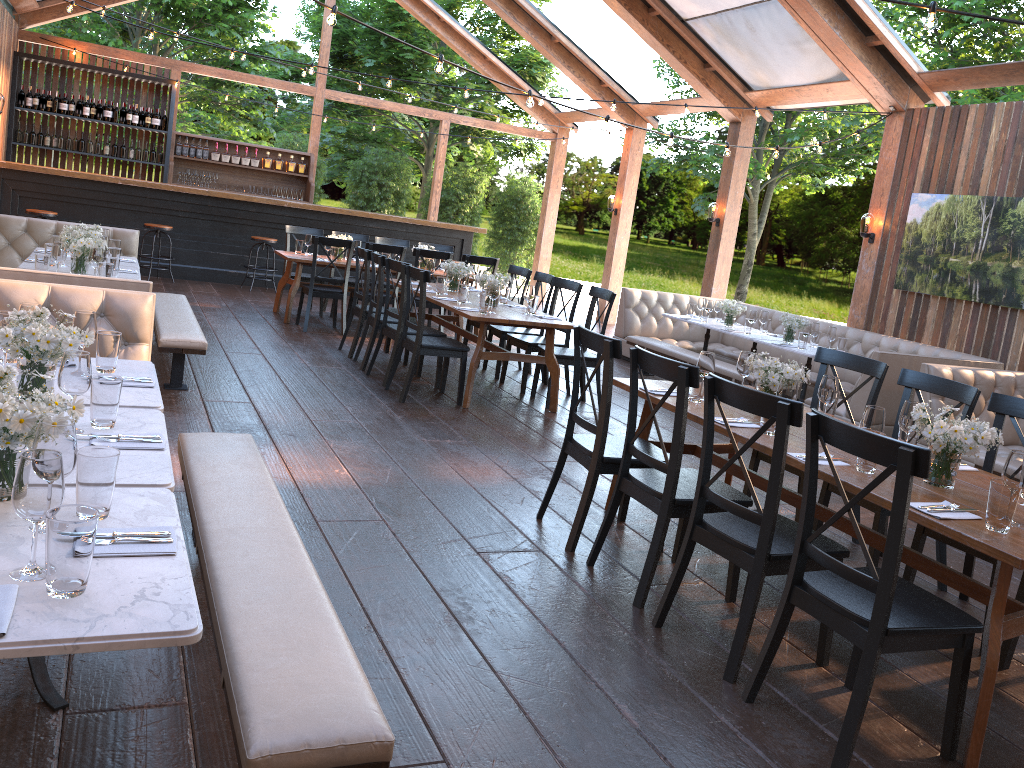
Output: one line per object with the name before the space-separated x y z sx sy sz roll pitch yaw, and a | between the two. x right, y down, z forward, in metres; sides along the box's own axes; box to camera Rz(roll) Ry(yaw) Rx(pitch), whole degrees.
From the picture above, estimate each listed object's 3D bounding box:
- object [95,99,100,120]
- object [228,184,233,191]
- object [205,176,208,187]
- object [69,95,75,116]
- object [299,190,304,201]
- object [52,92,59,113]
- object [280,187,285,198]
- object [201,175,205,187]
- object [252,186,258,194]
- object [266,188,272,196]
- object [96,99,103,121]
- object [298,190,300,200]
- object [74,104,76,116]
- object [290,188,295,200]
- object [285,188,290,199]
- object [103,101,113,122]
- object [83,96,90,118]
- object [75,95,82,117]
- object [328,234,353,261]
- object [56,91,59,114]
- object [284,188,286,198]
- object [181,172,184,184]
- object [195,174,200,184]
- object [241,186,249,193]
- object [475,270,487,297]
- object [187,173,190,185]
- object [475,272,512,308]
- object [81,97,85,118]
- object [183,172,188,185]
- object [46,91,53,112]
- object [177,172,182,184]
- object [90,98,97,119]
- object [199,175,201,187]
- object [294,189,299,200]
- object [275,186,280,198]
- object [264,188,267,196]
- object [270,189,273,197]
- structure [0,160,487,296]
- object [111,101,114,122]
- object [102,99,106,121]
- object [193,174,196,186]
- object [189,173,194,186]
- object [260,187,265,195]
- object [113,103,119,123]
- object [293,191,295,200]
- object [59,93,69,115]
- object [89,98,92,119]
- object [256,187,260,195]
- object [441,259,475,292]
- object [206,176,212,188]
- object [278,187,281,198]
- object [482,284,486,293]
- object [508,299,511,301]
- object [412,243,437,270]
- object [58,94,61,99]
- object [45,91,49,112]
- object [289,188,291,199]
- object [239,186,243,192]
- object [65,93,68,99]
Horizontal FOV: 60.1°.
object | -6.271 -4.151 13.402 0.078 0.310 0.079 4 8 -30
object | -4.654 -3.228 14.531 0.124 0.095 0.125 6 9 -14
object | -4.897 -3.242 14.176 0.069 0.184 0.070 6 8 -20
object | -6.549 -4.148 13.181 0.077 0.304 0.078 7 7 -8
object | -3.498 -3.133 14.698 0.074 0.179 0.073 14 9 39
object | -6.736 -4.151 13.064 0.075 0.300 0.076 7 7 -8
object | -3.785 -3.151 14.570 0.074 0.179 0.073 14 9 39
object | -4.913 -3.223 14.062 0.069 0.184 0.070 6 8 -20
object | -4.240 -3.192 14.570 0.097 0.133 0.098 2 10 -38
object | -4.033 -3.182 14.678 0.097 0.133 0.098 2 10 -38
object | -6.198 -4.123 13.312 0.078 0.307 0.077 15 10 43
object | -3.525 -3.152 14.775 0.074 0.179 0.073 14 9 39
object | -6.600 -4.174 13.290 0.075 0.300 0.076 7 7 -8
object | -3.639 -3.144 14.646 0.074 0.179 0.073 14 9 39
object | -3.713 -3.149 14.613 0.074 0.179 0.073 14 9 39
object | -6.116 -4.130 13.403 0.137 0.313 0.136 12 8 27
object | -6.365 -4.146 13.240 0.087 0.332 0.088 1 10 -44
object | -6.456 -4.146 13.193 0.082 0.321 0.081 15 10 43
object | -2.009 -1.592 10.251 0.331 0.307 0.337 13 10 30
object | -6.794 -4.199 13.191 0.087 0.332 0.088 1 10 -44
object | -3.769 -3.171 14.687 0.074 0.179 0.073 14 9 39
object | -5.211 -3.260 14.024 0.069 0.184 0.070 6 8 -20
object | -4.996 -3.234 14.055 0.069 0.184 0.070 6 8 -20
object | -4.389 -3.186 14.519 0.124 0.095 0.125 6 9 -14
object | -0.291 -0.947 8.330 0.092 0.242 0.093 11 8 17
object | -5.136 -3.257 14.069 0.069 0.184 0.070 6 8 -20
object | -0.170 -0.803 7.477 0.329 0.307 0.338 10 9 9
object | -6.471 -4.166 13.320 0.137 0.313 0.136 12 8 27
object | -5.155 -3.239 13.959 0.069 0.184 0.070 6 8 -20
object | -6.826 -4.170 13.067 0.078 0.310 0.079 4 8 -30
object | -5.235 -3.246 13.930 0.069 0.184 0.070 6 8 -20
object | -6.298 -4.139 13.315 0.078 0.310 0.079 4 8 -30
object | -4.974 -3.248 14.146 0.069 0.184 0.070 6 8 -20
object | -3.574 -3.144 14.694 0.074 0.179 0.073 14 9 39
object | -3.861 -3.158 14.545 0.074 0.179 0.073 14 9 39
object | -4.117 -3.208 14.749 0.097 0.133 0.098 2 10 -38
object | -4.015 -3.202 14.798 0.097 0.133 0.098 2 10 -38
structure | -3.731 -2.088 12.899 6.787 1.265 0.866 4 9 -25
object | -6.130 -4.162 13.536 0.082 0.321 0.081 15 10 43
object | -6.213 -4.169 13.484 0.087 0.332 0.088 1 10 -44
object | -5.062 -3.254 14.109 0.069 0.184 0.070 6 8 -20
object | -5.067 -3.234 14.001 0.069 0.184 0.070 6 8 -20
object | -4.127 -3.184 14.616 0.097 0.133 0.098 2 10 -38
object | -6.003 -4.111 13.423 0.075 0.300 0.076 2 9 -42
object | -3.616 -3.162 14.757 0.074 0.179 0.073 14 9 39
object | -6.666 -4.166 13.165 0.137 0.313 0.136 12 8 27
object | -6.395 -4.172 13.419 0.078 0.307 0.077 15 10 43
object | -4.230 -3.217 14.714 0.097 0.133 0.098 2 10 -38
object | -0.543 -1.039 8.446 0.338 0.307 0.330 14 10 32
object | -4.832 -3.221 14.115 0.069 0.184 0.070 6 8 -20
object | -3.835 -3.173 14.647 0.074 0.179 0.073 14 9 39
object | -0.244 -0.916 8.431 0.092 0.157 0.092 9 8 1
object | -0.146 -0.809 8.316 0.254 0.019 0.159 4 11 -24
object | -1.048 -1.530 10.671 0.336 0.307 0.331 10 9 8
object | -6.803 -4.204 13.282 0.077 0.304 0.078 7 7 -8
object | -6.891 -4.191 13.132 0.078 0.307 0.077 15 10 43
object | -3.700 -3.168 14.727 0.074 0.179 0.073 14 9 39
object | -4.472 -3.223 14.647 0.124 0.095 0.125 6 9 -14
object | -6.701 -4.199 13.283 0.082 0.321 0.081 15 10 43
